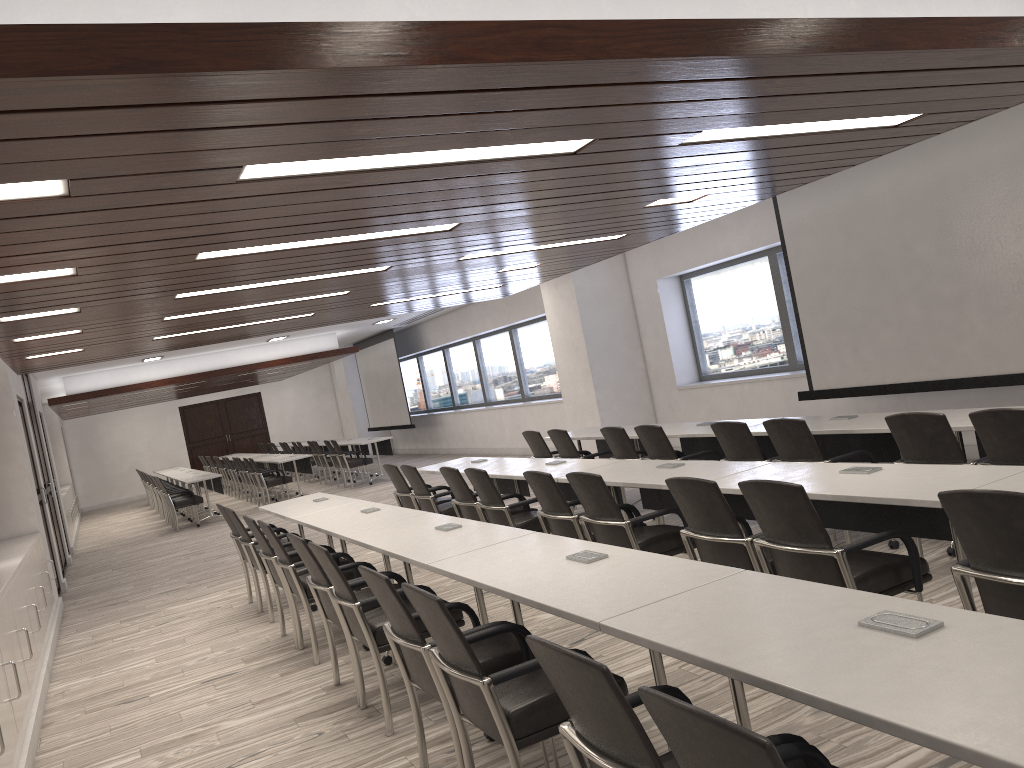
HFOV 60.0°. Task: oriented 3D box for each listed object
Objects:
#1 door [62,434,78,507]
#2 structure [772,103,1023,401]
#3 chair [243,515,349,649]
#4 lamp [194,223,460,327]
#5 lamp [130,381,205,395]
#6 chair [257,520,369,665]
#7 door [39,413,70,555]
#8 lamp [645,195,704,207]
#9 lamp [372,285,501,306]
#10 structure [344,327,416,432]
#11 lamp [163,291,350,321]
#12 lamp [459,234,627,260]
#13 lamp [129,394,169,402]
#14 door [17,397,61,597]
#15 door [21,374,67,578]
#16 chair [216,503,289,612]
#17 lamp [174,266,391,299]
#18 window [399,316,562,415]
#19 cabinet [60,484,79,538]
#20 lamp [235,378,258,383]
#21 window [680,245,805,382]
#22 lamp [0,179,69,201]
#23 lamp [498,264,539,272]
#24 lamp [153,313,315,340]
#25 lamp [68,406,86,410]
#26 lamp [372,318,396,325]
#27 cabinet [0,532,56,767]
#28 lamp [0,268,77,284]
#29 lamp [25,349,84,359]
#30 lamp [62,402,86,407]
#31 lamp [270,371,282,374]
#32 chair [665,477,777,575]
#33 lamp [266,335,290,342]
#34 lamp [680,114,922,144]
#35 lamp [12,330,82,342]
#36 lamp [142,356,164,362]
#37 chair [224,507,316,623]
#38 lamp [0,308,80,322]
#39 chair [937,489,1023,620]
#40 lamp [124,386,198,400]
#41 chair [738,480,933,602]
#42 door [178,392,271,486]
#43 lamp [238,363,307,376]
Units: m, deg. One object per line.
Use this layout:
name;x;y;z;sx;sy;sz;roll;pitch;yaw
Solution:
door;-11.478;2.277;22.913;0.200;2.323;1.163;-12;1;-26
structure;3.359;-1.099;7.085;0.438;2.329;3.550;-12;1;-26
chair;-1.488;1.316;6.288;0.638;0.939;0.513;-12;1;-26
lamp;-1.392;-1.127;11.688;1.469;0.552;14.295;-11;1;-3
lamp;-6.478;0.054;16.570;1.496;0.045;0.236;-12;1;-26
chair;-1.254;1.278;5.825;0.638;0.939;0.513;-12;1;-25
door;-7.186;1.588;13.815;0.200;2.323;1.163;-12;1;-26
lamp;1.092;-1.259;5.969;0.421;0.046;0.236;-12;1;-26
lamp;-0.767;-0.948;9.213;1.496;0.045;0.236;-12;1;-26
structure;-3.080;-0.066;20.733;0.438;2.329;3.550;-12;1;-26
lamp;-2.026;-0.660;7.135;1.496;0.045;0.236;-12;1;-26
lamp;0.263;-1.113;7.030;1.496;0.045;0.236;-12;1;-26
lamp;-7.695;0.250;19.151;1.496;0.045;0.236;-12;1;-26
door;-5.368;1.297;9.962;0.200;2.323;1.163;-12;1;-26
door;-6.333;1.165;11.886;0.200;2.889;2.327;-12;1;-26
chair;-2.136;1.420;7.672;0.638;0.939;0.513;-12;1;-26
lamp;-1.558;-0.735;6.142;1.496;0.045;0.236;-12;1;-26
window;-0.603;-0.258;18.031;0.118;1.419;10.453;-12;1;-26
cabinet;-9.318;2.573;18.369;0.476;0.698;7.540;-12;1;-26
lamp;-5.874;-0.129;20.038;1.496;0.045;0.236;-12;1;-26
window;3.873;-0.976;8.545;0.118;1.419;6.968;-12;1;-26
lamp;-1.707;-0.646;2.896;0.464;0.045;0.236;-12;1;-26
lamp;0.062;-1.094;8.152;0.421;0.046;0.236;-12;1;-26
lamp;-2.588;-0.570;8.326;1.496;0.045;0.236;-12;1;-26
lamp;-8.499;0.443;17.294;0.464;0.045;0.236;-12;1;-26
lamp;-2.446;-1.240;16.896;0.324;0.120;0.519;-12;1;-26
cabinet;-3.173;1.588;5.346;0.476;0.698;7.540;-12;1;-26
lamp;-2.362;-0.541;4.285;0.464;0.045;0.236;-12;1;-26
lamp;-3.954;-0.286;7.660;0.464;0.045;0.236;-12;1;-26
lamp;-7.844;0.338;15.904;0.464;0.045;0.236;-12;1;-26
lamp;-5.045;-0.274;18.977;0.421;0.046;0.236;-12;1;-26
chair;1.154;0.828;4.200;0.638;0.939;0.513;-12;1;-26
lamp;-4.241;-0.867;16.021;0.324;0.120;0.519;-12;1;-26
lamp;0.543;-1.482;10.049;1.499;0.552;12.001;-11;1;-9
lamp;-3.392;-0.376;6.469;0.464;0.045;0.236;-12;1;-26
lamp;-6.130;-0.475;15.100;0.324;0.120;0.519;-12;1;-26
chair;-1.910;1.383;7.195;0.638;0.939;0.513;-12;1;-26
lamp;-2.924;-0.451;5.476;0.464;0.045;0.236;-12;1;-26
chair;1.802;0.724;2.839;0.638;0.939;0.513;-12;1;-26
lamp;-7.133;0.159;17.960;1.496;0.045;0.236;-12;1;-26
chair;1.384;0.791;3.734;0.638;0.939;0.513;-12;1;-25
door;-8.250;1.583;25.771;2.328;2.323;0.200;-12;1;-26
lamp;-4.657;-0.324;17.458;1.496;0.045;0.236;-12;1;-26
